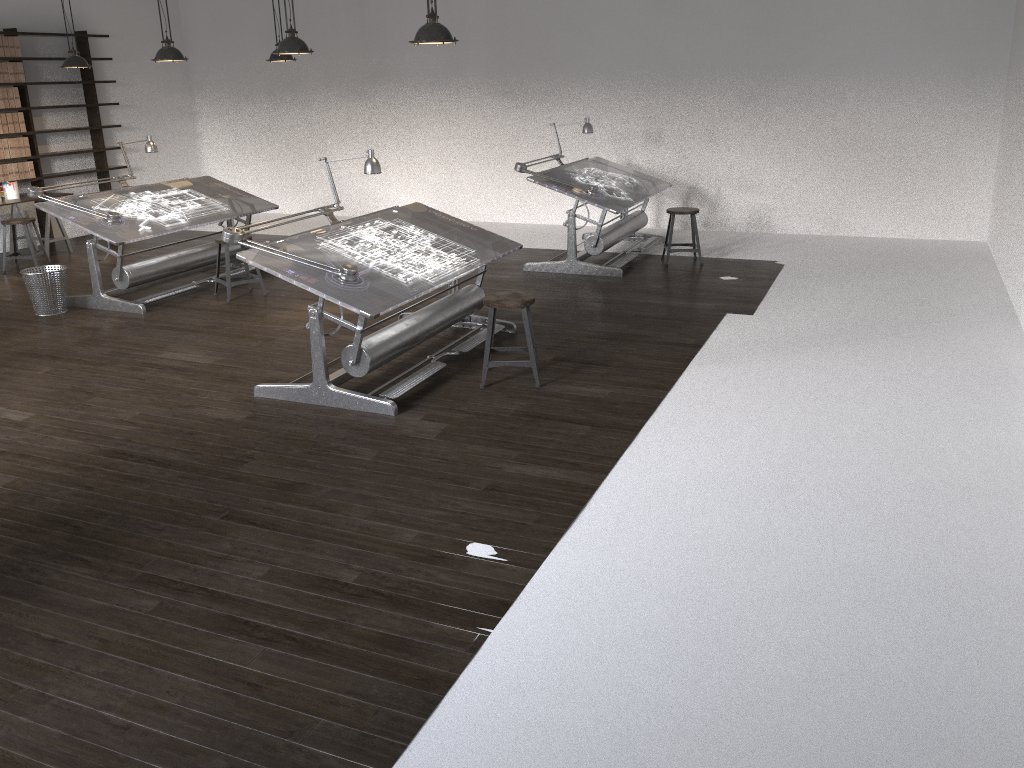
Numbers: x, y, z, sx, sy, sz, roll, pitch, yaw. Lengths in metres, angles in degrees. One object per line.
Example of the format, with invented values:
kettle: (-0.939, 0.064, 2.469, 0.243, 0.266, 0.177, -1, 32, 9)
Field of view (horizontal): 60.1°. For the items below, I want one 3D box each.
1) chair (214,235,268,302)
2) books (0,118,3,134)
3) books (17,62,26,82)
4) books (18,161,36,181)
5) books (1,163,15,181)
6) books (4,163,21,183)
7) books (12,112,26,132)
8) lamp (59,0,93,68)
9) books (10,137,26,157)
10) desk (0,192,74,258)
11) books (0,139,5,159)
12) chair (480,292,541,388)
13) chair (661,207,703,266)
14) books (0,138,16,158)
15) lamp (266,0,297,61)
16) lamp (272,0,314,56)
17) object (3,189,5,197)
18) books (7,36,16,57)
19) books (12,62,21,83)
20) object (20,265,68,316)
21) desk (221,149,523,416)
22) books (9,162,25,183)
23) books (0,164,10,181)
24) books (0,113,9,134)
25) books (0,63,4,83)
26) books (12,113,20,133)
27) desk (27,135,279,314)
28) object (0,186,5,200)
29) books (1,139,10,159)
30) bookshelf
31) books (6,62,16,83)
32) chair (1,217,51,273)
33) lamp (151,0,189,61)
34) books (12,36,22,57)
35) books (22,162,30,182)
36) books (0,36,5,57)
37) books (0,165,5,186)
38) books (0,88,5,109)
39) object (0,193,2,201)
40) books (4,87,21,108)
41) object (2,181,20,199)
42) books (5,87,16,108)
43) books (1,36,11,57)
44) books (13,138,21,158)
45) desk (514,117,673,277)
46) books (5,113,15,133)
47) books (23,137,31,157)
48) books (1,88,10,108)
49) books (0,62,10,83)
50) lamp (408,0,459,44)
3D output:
chair: (-2.433, -1.035, 7.838, 0.374, 0.520, 0.361, -15, 22, -36)
books: (-5.794, -2.904, 9.900, 0.175, 0.222, 0.067, 6, 19, 23)
books: (-5.652, -3.548, 10.098, 0.175, 0.222, 0.067, 6, 19, 23)
books: (-5.655, -2.481, 10.325, 0.175, 0.222, 0.068, 6, 19, 23)
books: (-5.766, -2.394, 10.088, 0.175, 0.222, 0.067, 6, 19, 23)
books: (-5.737, -2.415, 10.145, 0.175, 0.222, 0.068, 6, 19, 23)
books: (-5.679, -2.999, 10.161, 0.175, 0.222, 0.067, 6, 19, 23)
lamp: (-4.570, -4.357, 8.901, 0.313, 2.220, 0.315, -16, 22, -39)
books: (-5.696, -2.719, 10.184, 0.175, 0.222, 0.067, 6, 19, 23)
desk: (-5.627, -1.631, 9.601, 0.657, 0.660, 1.690, 6, 20, 22)
books: (-5.806, -2.633, 9.946, 0.175, 0.222, 0.067, 6, 19, 23)
chair: (-0.012, -0.276, 5.459, 0.371, 0.520, 0.364, -1, 18, 2)
chair: (1.659, -1.441, 8.644, 0.371, 0.520, 0.364, -1, 18, 2)
books: (-5.743, -2.678, 10.068, 0.175, 0.222, 0.067, 6, 19, 23)
lamp: (-2.391, -4.369, 8.746, 0.313, 2.220, 0.315, -1, 17, 3)
lamp: (-1.689, -3.561, 6.397, 0.313, 2.233, 0.315, -16, 22, -39)
object: (-5.649, -2.111, 9.822, 0.083, 0.121, 0.083, -2, 18, -1)
books: (-5.688, -3.790, 9.965, 0.175, 0.222, 0.067, 6, 19, 23)
books: (-5.678, -3.528, 10.043, 0.175, 0.222, 0.067, 6, 19, 23)
object: (-3.899, -0.780, 7.437, 0.355, 0.372, 0.356, 16, 25, 43)
desk: (-0.818, -0.807, 5.746, 1.078, 1.366, 2.096, 6, 20, 23)
books: (-5.713, -2.438, 10.208, 0.175, 0.222, 0.067, 6, 19, 23)
books: (-5.792, -2.375, 10.033, 0.175, 0.222, 0.067, 6, 19, 23)
books: (-5.770, -2.928, 9.965, 0.175, 0.222, 0.067, 6, 19, 23)
books: (-5.760, -3.462, 9.862, 0.175, 0.222, 0.067, 6, 19, 23)
books: (-5.711, -2.975, 10.095, 0.175, 0.222, 0.067, 6, 19, 23)
desk: (-3.223, -1.568, 8.131, 1.078, 1.366, 2.096, 6, 20, 23)
object: (-5.619, -2.097, 9.730, 0.068, 0.152, 0.069, -2, 17, 0)
books: (-5.775, -2.655, 10.006, 0.175, 0.222, 0.067, 6, 19, 23)
bookshelf: (-6.991, -1.461, 7.587, 0.374, 3.160, 9.299, 5, 20, 23)
books: (-5.700, -3.506, 9.983, 0.175, 0.222, 0.068, 6, 19, 23)
chair: (-5.132, -1.462, 9.294, 0.372, 0.520, 0.363, -4, 18, -7)
lamp: (-3.007, -3.873, 7.383, 0.313, 2.220, 0.315, -16, 22, -39)
books: (-5.657, -3.811, 10.025, 0.175, 0.222, 0.067, 6, 19, 23)
books: (-5.687, -2.461, 10.270, 0.175, 0.222, 0.067, 6, 19, 23)
books: (-5.743, -3.743, 9.837, 0.175, 0.222, 0.067, 6, 19, 23)
books: (-5.814, -2.353, 9.973, 0.175, 0.222, 0.068, 6, 19, 23)
books: (-5.770, -3.190, 9.887, 0.175, 0.222, 0.068, 6, 19, 23)
object: (-5.618, -2.064, 9.639, 0.095, 0.142, 0.095, -16, 22, -38)
books: (-5.689, -3.257, 10.072, 0.175, 0.222, 0.067, 6, 19, 23)
object: (-5.525, -2.134, 9.771, 0.145, 0.193, 0.146, -3, 18, -4)
books: (-5.721, -3.235, 10.011, 0.175, 0.222, 0.067, 6, 19, 23)
books: (-5.714, -3.767, 9.903, 0.175, 0.222, 0.067, 6, 19, 23)
books: (-5.717, -2.699, 10.127, 0.175, 0.222, 0.068, 6, 19, 23)
desk: (0.850, -1.971, 8.927, 1.078, 1.366, 2.096, 6, 20, 23)
books: (-5.735, -2.951, 10.028, 0.175, 0.222, 0.068, 6, 19, 23)
books: (-5.669, -2.742, 10.245, 0.175, 0.222, 0.067, 6, 19, 23)
books: (-5.749, -3.212, 9.949, 0.175, 0.222, 0.067, 6, 19, 23)
books: (-5.734, -3.485, 9.924, 0.175, 0.222, 0.067, 6, 19, 23)
lamp: (-0.517, -3.172, 5.163, 0.313, 2.220, 0.315, -1, 17, 3)
